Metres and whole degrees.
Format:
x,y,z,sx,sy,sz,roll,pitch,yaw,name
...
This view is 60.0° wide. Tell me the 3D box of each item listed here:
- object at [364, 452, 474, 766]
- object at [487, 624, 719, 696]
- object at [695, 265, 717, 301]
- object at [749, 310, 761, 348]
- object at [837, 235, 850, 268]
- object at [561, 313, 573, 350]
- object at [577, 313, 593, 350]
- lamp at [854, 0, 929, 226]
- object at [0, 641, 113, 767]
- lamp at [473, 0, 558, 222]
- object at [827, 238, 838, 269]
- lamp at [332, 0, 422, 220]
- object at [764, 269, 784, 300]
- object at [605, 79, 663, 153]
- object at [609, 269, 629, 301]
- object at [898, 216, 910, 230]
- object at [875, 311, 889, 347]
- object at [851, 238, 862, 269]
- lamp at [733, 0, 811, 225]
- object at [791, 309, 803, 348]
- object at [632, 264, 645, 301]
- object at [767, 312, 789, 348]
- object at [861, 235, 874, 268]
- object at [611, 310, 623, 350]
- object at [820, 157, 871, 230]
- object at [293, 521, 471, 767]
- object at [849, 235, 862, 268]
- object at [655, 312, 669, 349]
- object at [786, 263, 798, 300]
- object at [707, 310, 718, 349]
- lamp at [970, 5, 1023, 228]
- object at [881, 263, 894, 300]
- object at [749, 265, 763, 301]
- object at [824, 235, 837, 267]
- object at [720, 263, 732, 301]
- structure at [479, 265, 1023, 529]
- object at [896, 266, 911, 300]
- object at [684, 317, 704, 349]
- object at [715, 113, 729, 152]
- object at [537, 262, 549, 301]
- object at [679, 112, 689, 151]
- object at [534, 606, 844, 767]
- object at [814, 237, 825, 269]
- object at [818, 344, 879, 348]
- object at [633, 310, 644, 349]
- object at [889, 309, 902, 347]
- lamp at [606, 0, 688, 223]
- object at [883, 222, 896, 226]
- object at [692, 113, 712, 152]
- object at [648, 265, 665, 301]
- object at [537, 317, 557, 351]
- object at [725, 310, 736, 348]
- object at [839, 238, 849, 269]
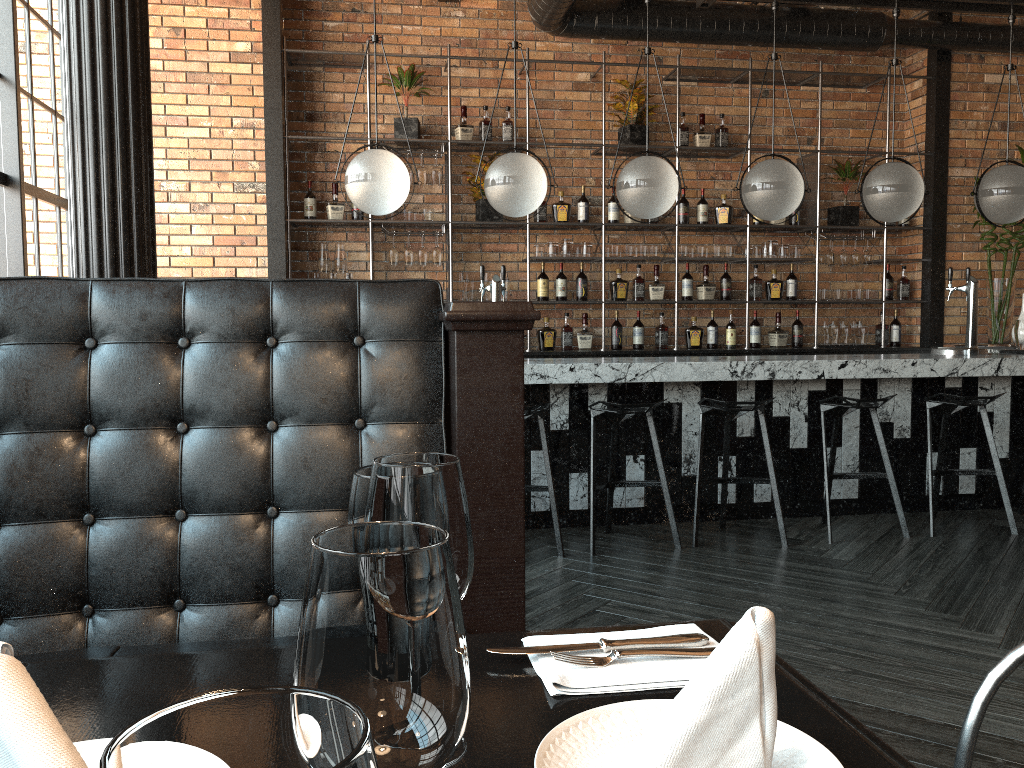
x,y,z,sx,sy,sz,roll,pitch,yaw,name
-0.077,0.183,0.733,0.092,0.244,0.092,3,5,41,object
0.103,0.282,0.928,0.255,0.019,0.157,-1,4,-9,object
1.492,-0.774,6.825,0.123,0.279,0.123,-2,4,-21,object
1.903,-0.431,6.937,0.086,0.298,0.086,3,5,39,object
2.582,-1.032,6.907,0.092,0.244,0.092,2,5,30,object
0.413,-0.397,6.688,0.083,0.282,0.083,-1,4,-9,object
0.552,-0.396,6.697,0.123,0.279,0.123,0,4,4,object
2.185,-1.786,5.062,0.340,1.754,0.340,3,5,37,lamp
-0.307,0.252,0.603,0.232,0.139,0.232,-1,4,-15,object
0.016,-1.749,4.709,0.340,1.754,0.340,3,5,37,lamp
2.555,-1.043,7.069,0.092,0.244,0.092,2,5,30,object
-0.707,-1.736,4.591,0.340,1.754,0.340,3,5,37,lamp
2.048,-0.769,6.930,0.151,0.248,0.094,0,4,0,object
0.903,-2.032,6.693,0.425,0.526,0.430,-1,4,-7,object
0.812,-0.748,6.728,0.151,0.248,0.094,-2,4,-20,object
3.135,-1.386,7.094,0.086,0.298,0.086,4,6,44,object
2.966,-0.441,7.103,0.083,0.282,0.083,-2,4,-24,object
2.755,-1.047,7.102,0.092,0.244,0.092,2,5,30,object
1.462,-1.774,4.944,0.340,1.754,0.340,3,5,37,lamp
2.250,-0.437,6.990,0.086,0.299,0.086,3,5,39,object
0.964,-0.769,6.753,0.083,0.282,0.083,-1,4,-9,object
2.085,-0.422,6.946,0.123,0.279,0.123,-2,4,-21,object
2.782,-1.036,6.940,0.092,0.244,0.092,2,5,30,object
0.794,-0.409,6.724,0.086,0.297,0.086,1,4,25,object
2.635,-1.502,6.941,0.374,0.560,0.398,-3,5,-37,object
-0.068,0.201,0.471,0.092,0.244,0.092,3,5,41,object
2.680,-1.034,6.923,0.092,0.244,0.092,2,5,30,object
1.149,-0.409,6.808,0.083,0.282,0.083,-2,4,-24,object
2.198,-0.798,6.967,0.086,0.298,0.086,3,5,39,object
1.557,-0.424,6.887,0.086,0.298,0.086,3,5,39,object
2.909,-1.799,5.180,0.340,1.754,0.340,3,5,37,lamp
3.003,-0.813,7.087,0.086,0.299,0.086,3,5,39,object
1.897,-0.785,6.904,0.083,0.282,0.083,-2,4,-24,object
2.473,-1.030,6.889,0.092,0.244,0.092,2,5,30,object
1.657,-0.790,6.868,0.086,0.299,0.086,3,5,39,object
1.478,-0.006,5.693,5.346,1.430,1.930,-1,4,-9,structure
3.138,-0.806,7.107,0.083,0.282,0.083,0,4,1,object
1.407,-0.396,6.850,0.151,0.248,0.094,0,4,0,object
1.604,-1.921,6.778,0.083,0.282,0.083,-2,4,-24,object
0.232,-0.764,6.639,0.086,0.299,0.086,3,5,39,object
1.294,-1.916,6.728,0.083,0.282,0.083,-1,4,-9,object
0.133,0.245,0.669,0.232,0.139,0.232,-1,4,-12,object
2.447,-1.041,7.052,0.092,0.244,0.092,2,5,30,object
2.637,-0.299,7.004,0.437,0.019,0.273,-1,4,-9,object
0.968,-0.415,6.785,0.086,0.298,0.086,3,5,39,object
3.087,-0.451,7.136,0.086,0.298,0.086,3,5,39,object
0.739,-1.761,4.826,0.340,1.754,0.340,3,5,37,lamp
3.002,-1.373,7.045,0.083,0.282,0.083,0,4,6,object
1.448,-1.916,6.754,0.123,0.279,0.123,-1,4,-6,object
1.103,-0.768,6.762,0.123,0.279,0.123,0,4,4,object
0.261,-0.376,6.664,0.151,0.248,0.094,-2,4,-20,object
1.703,-0.425,6.897,0.080,0.299,0.080,-1,4,-7,object
2.653,-1.045,7.085,0.092,0.244,0.092,2,5,30,object
